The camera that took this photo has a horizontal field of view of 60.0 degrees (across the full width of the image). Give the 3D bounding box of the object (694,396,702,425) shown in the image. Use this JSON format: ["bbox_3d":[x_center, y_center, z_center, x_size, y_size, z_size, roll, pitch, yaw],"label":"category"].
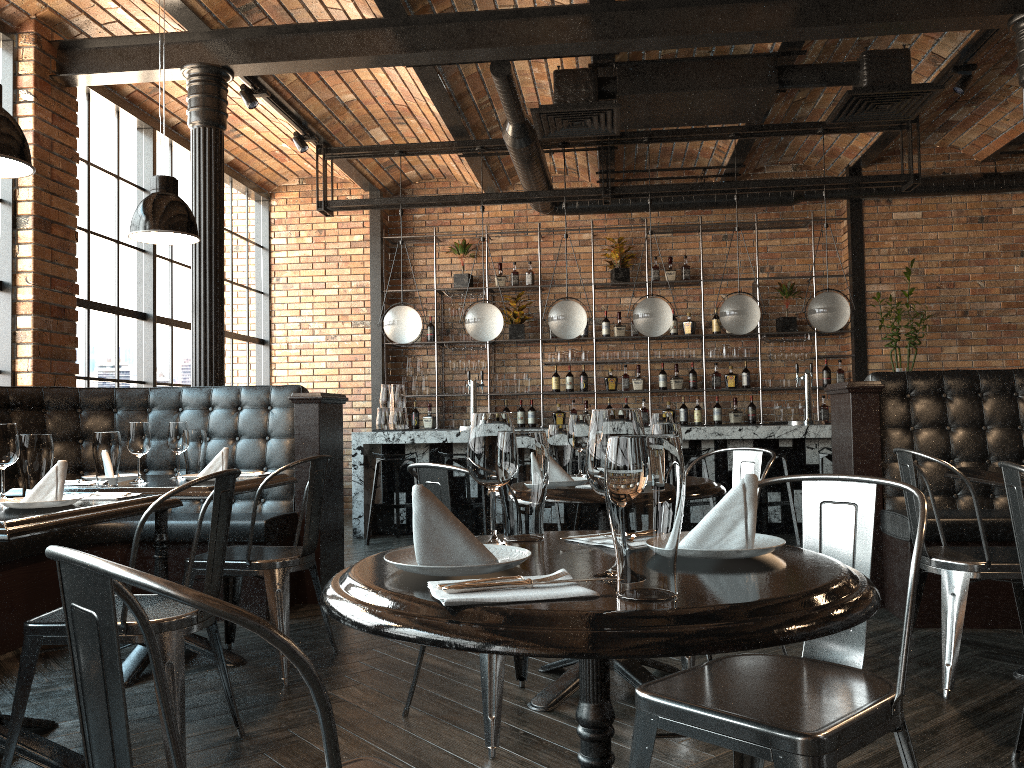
[{"bbox_3d":[1.955,0.279,9.323,0.080,0.299,0.080,-1,-2,9],"label":"object"}]

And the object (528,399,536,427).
[{"bbox_3d":[0.215,0.315,9.530,0.086,0.298,0.086,1,-3,-35],"label":"object"}]

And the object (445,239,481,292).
[{"bbox_3d":[-0.533,-1.302,9.696,0.377,0.554,0.422,-1,-2,-6],"label":"object"}]

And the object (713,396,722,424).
[{"bbox_3d":[2.158,0.274,9.307,0.086,0.298,0.086,1,-3,-35],"label":"object"}]

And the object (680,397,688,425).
[{"bbox_3d":[1.811,0.282,9.353,0.086,0.298,0.086,1,-3,-35],"label":"object"}]

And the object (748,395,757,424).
[{"bbox_3d":[2.506,0.266,9.263,0.086,0.299,0.086,1,-3,-35],"label":"object"}]

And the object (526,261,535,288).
[{"bbox_3d":[0.196,-1.183,9.581,0.083,0.282,0.083,-2,-2,22],"label":"object"}]

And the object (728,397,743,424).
[{"bbox_3d":[2.336,0.280,9.265,0.123,0.279,0.123,-1,-2,-5],"label":"object"}]

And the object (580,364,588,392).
[{"bbox_3d":[0.768,-0.060,9.476,0.086,0.297,0.086,1,-3,-35],"label":"object"}]

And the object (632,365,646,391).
[{"bbox_3d":[1.344,-0.062,9.392,0.123,0.279,0.123,-2,-2,20],"label":"object"}]

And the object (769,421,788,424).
[{"bbox_3d":[2.882,0.396,9.156,0.437,0.019,0.273,-1,-2,7],"label":"object"}]

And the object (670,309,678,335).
[{"bbox_3d":[1.717,-0.650,9.417,0.086,0.298,0.086,1,-3,-35],"label":"object"}]

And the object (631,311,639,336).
[{"bbox_3d":[1.305,-0.634,9.432,0.083,0.282,0.083,-1,-2,7],"label":"object"}]

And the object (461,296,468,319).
[{"bbox_3d":[-0.523,-0.837,9.725,0.092,0.244,0.092,-1,-2,12],"label":"object"}]

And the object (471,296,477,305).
[{"bbox_3d":[-0.425,-0.839,9.714,0.092,0.244,0.092,-1,-2,12],"label":"object"}]

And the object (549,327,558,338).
[{"bbox_3d":[0.442,-0.616,9.531,0.083,0.282,0.083,-1,-2,-8],"label":"object"}]

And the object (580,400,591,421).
[{"bbox_3d":[0.793,0.312,9.442,0.123,0.279,0.123,-2,-2,20],"label":"object"}]

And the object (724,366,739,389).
[{"bbox_3d":[2.298,-0.067,9.296,0.151,0.248,0.094,-2,-2,16],"label":"object"}]

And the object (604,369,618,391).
[{"bbox_3d":[1.055,-0.040,9.438,0.151,0.248,0.094,-1,-2,-4],"label":"object"}]

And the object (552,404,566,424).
[{"bbox_3d":[0.504,0.335,9.487,0.151,0.248,0.094,-1,-2,-4],"label":"object"}]

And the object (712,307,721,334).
[{"bbox_3d":[2.154,-0.659,9.341,0.086,0.299,0.086,1,-3,-35],"label":"object"}]

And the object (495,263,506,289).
[{"bbox_3d":[-0.126,-1.174,9.619,0.123,0.279,0.123,-1,-2,-5],"label":"object"}]

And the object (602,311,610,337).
[{"bbox_3d":[1.006,-0.636,9.474,0.086,0.298,0.086,1,-3,-35],"label":"object"}]

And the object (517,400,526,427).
[{"bbox_3d":[0.100,0.318,9.567,0.086,0.298,0.086,1,-3,-35],"label":"object"}]

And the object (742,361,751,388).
[{"bbox_3d":[2.453,-0.094,9.293,0.086,0.298,0.086,1,-3,-35],"label":"object"}]

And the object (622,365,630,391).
[{"bbox_3d":[1.208,-0.061,9.422,0.083,0.282,0.083,-1,-2,7],"label":"object"}]

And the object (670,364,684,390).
[{"bbox_3d":[1.735,-0.071,9.348,0.123,0.279,0.123,-1,-2,-5],"label":"object"}]

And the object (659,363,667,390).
[{"bbox_3d":[1.598,-0.078,9.385,0.086,0.298,0.086,1,-3,-35],"label":"object"}]

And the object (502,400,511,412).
[{"bbox_3d":[-0.059,0.322,9.560,0.086,0.299,0.086,1,-3,-35],"label":"object"}]

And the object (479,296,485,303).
[{"bbox_3d":[-0.322,-0.841,9.702,0.092,0.244,0.092,-1,-2,12],"label":"object"}]

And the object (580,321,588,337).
[{"bbox_3d":[0.774,-0.629,9.507,0.086,0.298,0.086,1,-3,-35],"label":"object"}]

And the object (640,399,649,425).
[{"bbox_3d":[1.398,0.298,9.386,0.083,0.282,0.083,-1,-2,-8],"label":"object"}]

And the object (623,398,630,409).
[{"bbox_3d":[1.217,0.294,9.415,0.086,0.298,0.086,1,-3,-35],"label":"object"}]

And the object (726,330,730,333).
[{"bbox_3d":[2.298,-0.653,9.305,0.123,0.279,0.123,-2,-2,15],"label":"object"}]

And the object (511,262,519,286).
[{"bbox_3d":[0.031,-1.180,9.600,0.083,0.282,0.083,-1,-2,-8],"label":"object"}]

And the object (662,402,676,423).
[{"bbox_3d":[1.657,0.310,9.355,0.151,0.248,0.094,-2,-2,16],"label":"object"}]

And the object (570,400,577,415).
[{"bbox_3d":[0.657,0.313,9.471,0.083,0.282,0.083,-1,-2,7],"label":"object"}]

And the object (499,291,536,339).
[{"bbox_3d":[0.057,-0.729,9.552,0.430,0.526,0.425,-2,-2,19],"label":"object"}]

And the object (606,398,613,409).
[{"bbox_3d":[1.033,0.296,9.403,0.086,0.297,0.086,-3,-3,40],"label":"object"}]

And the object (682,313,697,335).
[{"bbox_3d":[1.872,-0.628,9.366,0.151,0.248,0.094,-3,-3,35],"label":"object"}]

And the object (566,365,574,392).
[{"bbox_3d":[0.620,-0.056,9.521,0.086,0.298,0.086,1,-3,-35],"label":"object"}]

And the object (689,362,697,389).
[{"bbox_3d":[1.905,-0.085,9.346,0.086,0.299,0.086,1,-3,-35],"label":"object"}]

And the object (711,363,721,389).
[{"bbox_3d":[2.146,-0.081,9.314,0.083,0.282,0.083,-1,-2,-8],"label":"object"}]

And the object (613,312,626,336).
[{"bbox_3d":[1.143,-0.629,9.437,0.123,0.279,0.123,-1,-2,-5],"label":"object"}]

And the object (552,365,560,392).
[{"bbox_3d":[0.473,-0.053,9.512,0.086,0.299,0.086,1,-3,-35],"label":"object"}]
